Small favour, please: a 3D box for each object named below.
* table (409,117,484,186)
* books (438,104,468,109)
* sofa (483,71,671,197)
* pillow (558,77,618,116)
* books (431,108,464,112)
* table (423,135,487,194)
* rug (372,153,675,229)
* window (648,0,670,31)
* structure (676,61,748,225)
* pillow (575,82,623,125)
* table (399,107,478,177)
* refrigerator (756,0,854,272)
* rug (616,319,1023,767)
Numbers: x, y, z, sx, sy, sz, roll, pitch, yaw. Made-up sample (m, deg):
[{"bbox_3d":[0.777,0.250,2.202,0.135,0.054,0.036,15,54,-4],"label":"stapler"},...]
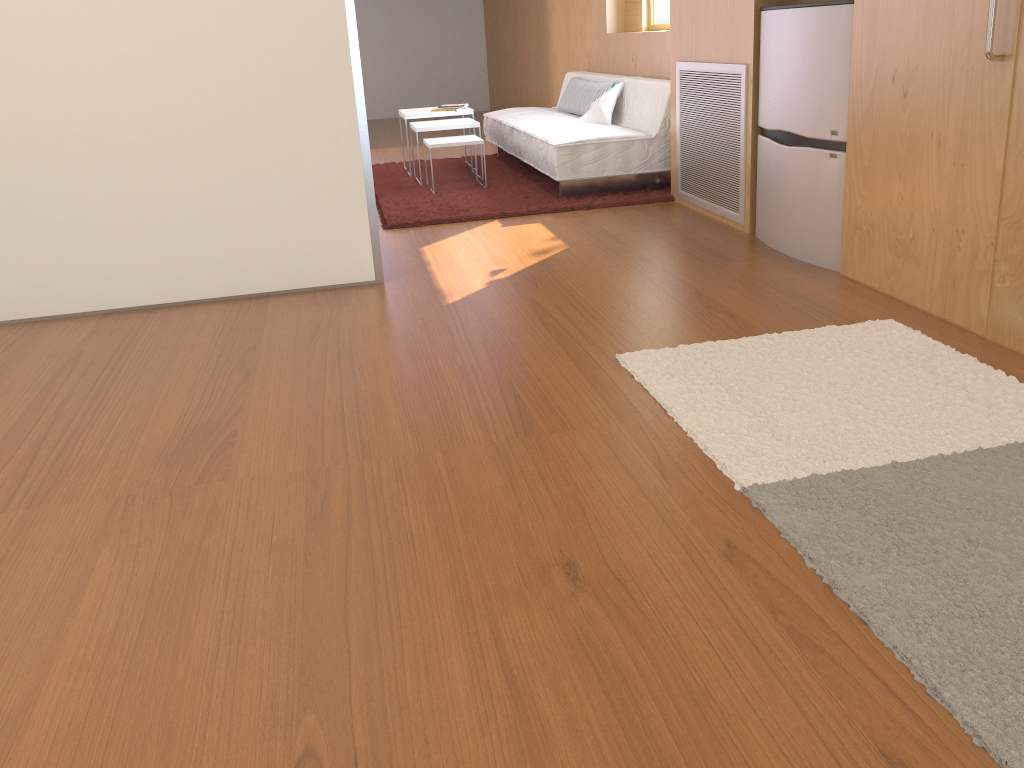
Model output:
[{"bbox_3d":[-0.453,-1.598,6.058,0.425,0.374,0.469,-7,20,-10],"label":"table"},{"bbox_3d":[-0.420,-1.996,6.354,0.193,0.015,0.156,0,22,9],"label":"books"},{"bbox_3d":[0.411,-1.775,6.089,0.864,0.614,2.408,-7,22,-9],"label":"sofa"},{"bbox_3d":[0.522,-2.050,6.332,0.171,0.246,1.065,-7,22,-10],"label":"pillow"},{"bbox_3d":[-0.456,-1.950,6.285,0.193,0.015,0.156,4,23,18],"label":"books"},{"bbox_3d":[-0.370,-1.419,5.694,0.342,0.301,0.378,-7,20,-10],"label":"table"},{"bbox_3d":[0.006,-1.387,6.001,1.888,0.020,2.537,-7,22,-10],"label":"rug"},{"bbox_3d":[1.104,-2.578,5.390,0.035,0.772,1.530,-7,21,-10],"label":"window"},{"bbox_3d":[0.976,-1.224,4.395,0.013,0.704,0.838,-7,20,-10],"label":"structure"},{"bbox_3d":[0.571,-1.818,5.733,0.349,0.246,0.271,15,27,40],"label":"pillow"},{"bbox_3d":[-0.547,-1.789,6.483,0.486,0.428,0.536,-7,20,-10],"label":"table"},{"bbox_3d":[1.232,-1.023,3.585,0.262,0.964,0.729,-7,20,-10],"label":"refrigerator"},{"bbox_3d":[1.135,0.528,0.999,0.918,0.011,3.806,-7,22,-9],"label":"rug"}]
